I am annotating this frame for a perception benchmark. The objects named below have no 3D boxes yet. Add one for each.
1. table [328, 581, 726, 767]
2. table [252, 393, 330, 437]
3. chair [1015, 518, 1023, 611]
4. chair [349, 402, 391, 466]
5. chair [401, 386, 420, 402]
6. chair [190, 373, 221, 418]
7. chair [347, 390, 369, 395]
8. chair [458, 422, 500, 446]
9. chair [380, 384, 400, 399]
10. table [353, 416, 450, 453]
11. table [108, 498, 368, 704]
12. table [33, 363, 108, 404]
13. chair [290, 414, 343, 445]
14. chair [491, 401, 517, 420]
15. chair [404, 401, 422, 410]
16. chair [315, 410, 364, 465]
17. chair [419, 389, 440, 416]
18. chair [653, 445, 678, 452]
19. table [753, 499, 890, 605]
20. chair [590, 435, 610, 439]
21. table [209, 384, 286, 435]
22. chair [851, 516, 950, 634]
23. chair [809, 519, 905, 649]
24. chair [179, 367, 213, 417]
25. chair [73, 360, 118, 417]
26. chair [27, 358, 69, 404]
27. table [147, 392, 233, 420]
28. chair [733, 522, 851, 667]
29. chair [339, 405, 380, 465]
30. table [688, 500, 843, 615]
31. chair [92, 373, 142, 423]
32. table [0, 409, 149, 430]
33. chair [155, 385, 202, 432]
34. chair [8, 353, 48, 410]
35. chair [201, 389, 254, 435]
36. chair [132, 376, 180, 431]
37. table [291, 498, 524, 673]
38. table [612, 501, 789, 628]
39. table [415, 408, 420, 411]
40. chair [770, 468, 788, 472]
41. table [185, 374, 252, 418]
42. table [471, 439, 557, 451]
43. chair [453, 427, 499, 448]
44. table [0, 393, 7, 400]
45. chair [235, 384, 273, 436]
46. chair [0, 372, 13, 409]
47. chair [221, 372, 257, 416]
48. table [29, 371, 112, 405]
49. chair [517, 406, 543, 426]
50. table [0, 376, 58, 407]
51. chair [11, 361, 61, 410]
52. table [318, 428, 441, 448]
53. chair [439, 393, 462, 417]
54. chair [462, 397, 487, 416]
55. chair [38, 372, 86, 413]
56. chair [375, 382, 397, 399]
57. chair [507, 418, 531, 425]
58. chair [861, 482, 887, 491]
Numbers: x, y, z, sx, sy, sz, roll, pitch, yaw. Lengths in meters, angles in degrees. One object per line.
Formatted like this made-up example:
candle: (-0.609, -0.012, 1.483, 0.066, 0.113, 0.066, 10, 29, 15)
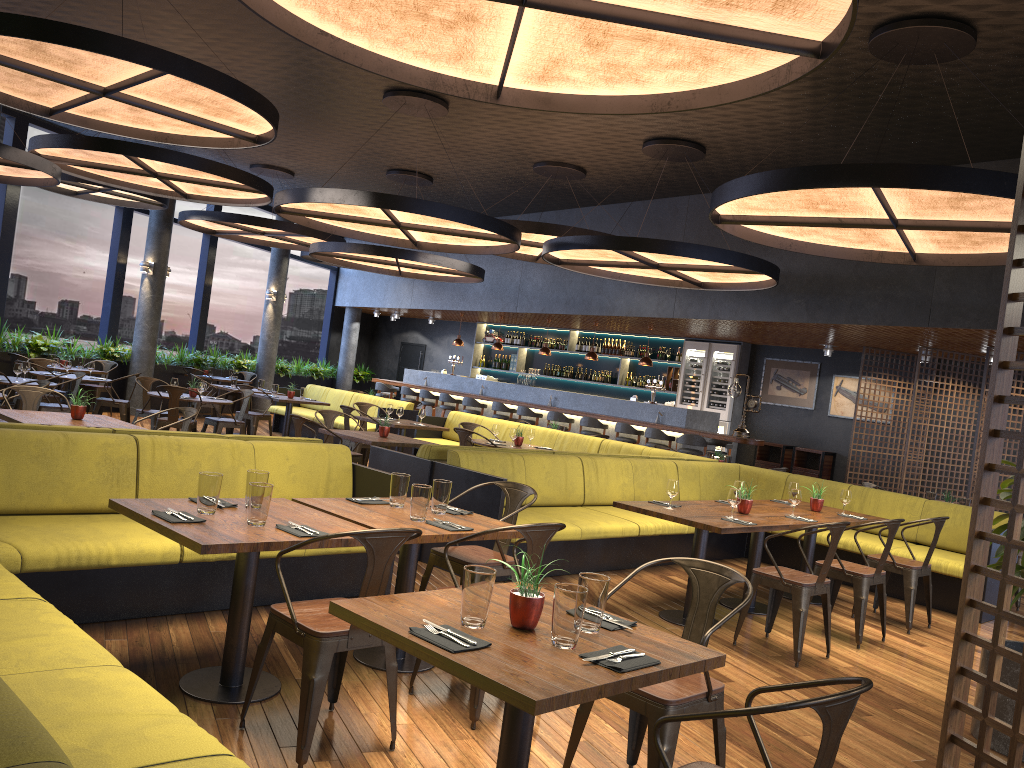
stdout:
table: (0.000, 1.149, 2.812, 0.906, 0.763, 0.887, 8, 1, 45)
table: (-3.447, 0.593, 13.539, 0.906, 0.763, 0.887, 8, 1, 45)
chair: (4.810, 1.667, 8.568, 0.504, 0.917, 0.541, 7, 1, -45)
chair: (-1.932, 0.730, 12.045, 0.504, 0.917, 0.541, 7, 1, -45)
chair: (-2.116, 0.587, 18.317, 0.483, 1.048, 0.438, 8, 1, 16)
chair: (-4.872, 0.318, 14.045, 0.541, 0.917, 0.504, 7, 1, -27)
chair: (-2.759, 0.585, 16.025, 0.504, 0.917, 0.541, 7, 1, -45)
chair: (-0.417, 0.946, 10.659, 0.504, 0.917, 0.541, 7, 1, -45)
chair: (-2.808, 0.480, 19.849, 0.483, 1.048, 0.438, 8, 1, -16)
table: (-1.488, 0.874, 11.553, 0.887, 0.763, 0.906, 8, 1, 45)
table: (-1.223, 0.974, 3.964, 0.906, 0.763, 0.887, 8, 1, 45)
table: (-6.959, 0.120, 13.644, 0.887, 0.763, 0.906, 8, 1, 19)
chair: (-1.905, 0.764, 8.512, 0.541, 0.917, 0.504, 7, 1, -45)
chair: (-0.193, 0.862, 16.403, 0.483, 1.048, 0.438, 8, 1, 16)
chair: (-1.871, 0.712, 15.134, 0.504, 0.917, 0.541, 7, 1, -45)
chair: (-1.873, 0.760, 9.462, 0.504, 0.917, 0.541, 7, 1, -45)
chair: (-1.688, 0.648, 17.905, 0.483, 1.048, 0.438, 8, 1, 16)
chair: (2.032, 1.270, 11.325, 0.504, 0.917, 0.541, 7, 1, -45)
table: (2.555, 1.452, 7.583, 0.887, 0.763, 0.906, 8, 1, 45)
chair: (1.022, 1.125, 12.359, 0.504, 0.917, 0.541, 7, 1, -45)
table: (-4.358, 0.463, 14.452, 0.887, 0.763, 0.906, 8, 1, 45)
chair: (3.105, 1.451, 7.035, 0.504, 0.917, 0.541, 7, 1, -45)
chair: (2.471, 1.371, 6.392, 0.504, 0.917, 0.541, 7, 1, -45)
chair: (-5.874, 0.162, 16.501, 0.504, 0.917, 0.541, 8, 1, 19)
chair: (-6.694, 0.070, 14.262, 0.504, 0.917, 0.541, 8, 0, 9)
chair: (-6.420, 0.125, 12.222, 0.541, 0.917, 0.504, 8, 1, 36)
table: (-4.022, 0.538, 10.978, 1.007, 0.760, 1.007, 8, 1, 32)
chair: (1.842, 1.292, 5.753, 0.504, 0.917, 0.541, 7, 1, -45)
chair: (-1.922, 0.740, 11.064, 0.541, 0.917, 0.504, 7, 1, -45)
table: (1.921, 1.372, 6.940, 0.887, 0.763, 0.906, 8, 1, 45)
chair: (-5.372, 0.267, 12.026, 0.541, 0.917, 0.504, 8, 1, -15)
table: (-3.476, 0.647, 6.848, 0.906, 0.763, 0.887, 8, 1, 45)
chair: (-3.960, 0.471, 10.455, 0.504, 0.917, 0.541, 8, 0, -6)
chair: (-7.131, 0.022, 13.004, 0.504, 0.917, 0.541, 8, 1, 30)
chair: (-3.644, 0.506, 11.356, 0.541, 0.917, 0.504, 7, 1, -45)
chair: (-4.500, 0.392, 11.185, 0.541, 0.917, 0.504, 8, 1, 27)
table: (-0.571, 1.056, 4.626, 0.906, 0.763, 0.887, 8, 1, 45)
table: (1.293, 1.293, 6.295, 0.887, 0.763, 0.906, 8, 1, 45)
table: (-2.303, 0.730, 15.613, 0.887, 0.763, 0.906, 8, 1, 45)
chair: (2.907, 1.395, 10.447, 0.504, 0.917, 0.541, 7, 1, -45)
table: (-5.710, 0.258, 17.141, 0.887, 0.763, 0.906, 8, 1, 19)
table: (-0.016, 1.083, 10.203, 1.007, 0.760, 1.007, 8, 0, -8)
chair: (-0.421, 0.953, 9.776, 0.541, 0.917, 0.504, 7, 1, -45)
table: (-5.063, 0.425, 7.796, 1.007, 0.760, 1.007, 8, 0, 12)
chair: (-3.793, 0.472, 12.930, 0.504, 0.917, 0.541, 8, 1, 22)
chair: (-5.617, 0.257, 9.380, 0.504, 0.917, 0.541, 8, 0, -6)
chair: (-5.445, 0.209, 17.759, 0.504, 0.917, 0.541, 8, 0, 10)
table: (-5.950, 0.270, 11.882, 1.007, 0.760, 1.007, 8, 1, 38)
chair: (0.249, 0.926, 15.882, 0.438, 1.048, 0.483, 8, 1, -16)
table: (-5.679, 0.324, 9.904, 1.007, 0.760, 1.007, 8, 0, 12)
chair: (-6.090, 0.177, 11.327, 0.504, 0.917, 0.541, 8, 1, 17)
table: (-1.378, 0.911, 8.977, 0.906, 0.763, 0.887, 8, 1, 45)
chair: (-1.261, 0.710, 17.369, 0.438, 1.048, 0.483, 8, 1, -16)
chair: (-0.779, 0.779, 16.828, 0.438, 1.048, 0.483, 7, 1, -26)
chair: (-5.301, 0.292, 10.281, 0.541, 0.917, 0.504, 7, 1, -45)
chair: (-2.725, 0.500, 18.865, 0.483, 1.048, 0.438, 8, 1, 16)
chair: (0.147, 1.000, 13.237, 0.504, 0.917, 0.541, 7, 1, -45)
chair: (3.949, 1.544, 9.433, 0.504, 0.917, 0.541, 7, 1, -45)
